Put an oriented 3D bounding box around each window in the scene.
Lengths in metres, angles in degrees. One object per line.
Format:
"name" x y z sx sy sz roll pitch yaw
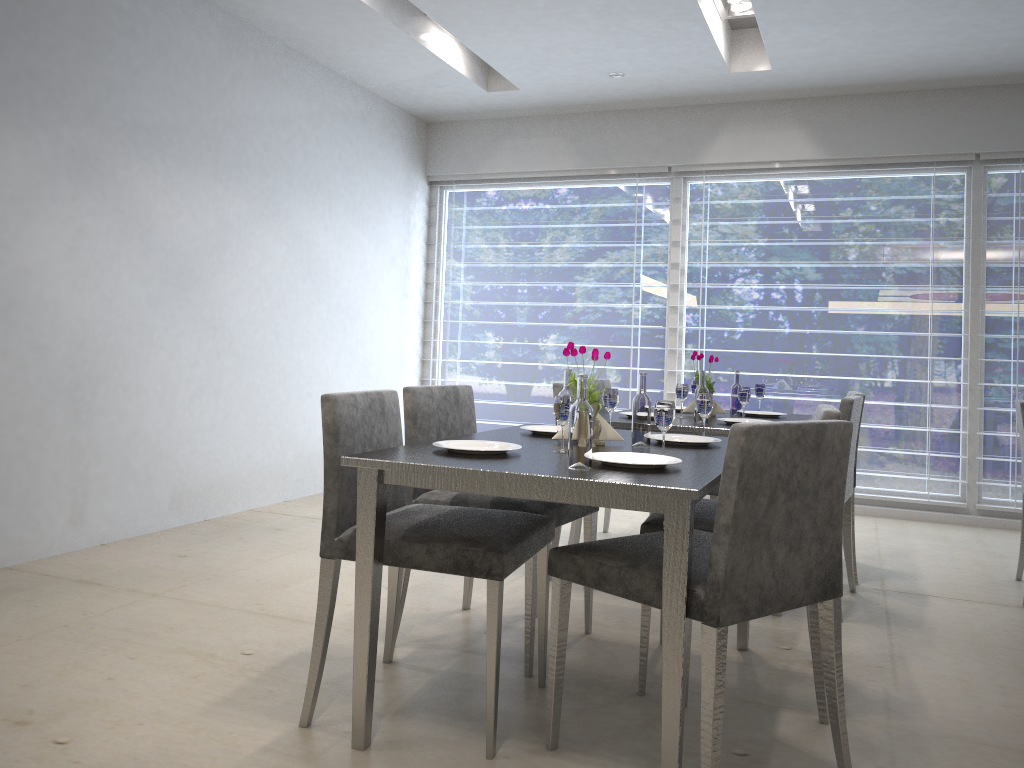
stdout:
"window" 2.695 -0.294 5.162 7.107 2.079 0.158 3 -2 22

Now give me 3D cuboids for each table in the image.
"table" 0.194 0.484 2.329 0.778 0.635 1.187 2 1 22
"table" 0.812 0.456 3.714 0.778 0.635 1.187 2 1 22

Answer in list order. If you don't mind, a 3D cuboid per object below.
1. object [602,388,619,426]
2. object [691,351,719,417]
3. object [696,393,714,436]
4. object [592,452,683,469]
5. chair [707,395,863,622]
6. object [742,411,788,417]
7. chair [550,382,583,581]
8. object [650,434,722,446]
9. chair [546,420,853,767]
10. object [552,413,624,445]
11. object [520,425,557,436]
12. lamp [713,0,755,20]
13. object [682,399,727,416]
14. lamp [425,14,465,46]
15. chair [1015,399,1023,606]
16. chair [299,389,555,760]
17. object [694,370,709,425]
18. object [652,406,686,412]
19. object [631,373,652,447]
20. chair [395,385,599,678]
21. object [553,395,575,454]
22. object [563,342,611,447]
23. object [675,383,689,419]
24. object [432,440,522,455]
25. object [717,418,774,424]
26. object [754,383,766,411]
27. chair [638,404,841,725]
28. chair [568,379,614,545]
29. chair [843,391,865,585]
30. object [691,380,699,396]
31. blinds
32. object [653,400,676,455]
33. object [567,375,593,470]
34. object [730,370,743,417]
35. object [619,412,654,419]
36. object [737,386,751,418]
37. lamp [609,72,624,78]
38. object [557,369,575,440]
"object" 0.310 0.084 2.779 0.053 0.139 0.053 3 -2 -20
"object" 0.813 -0.001 3.745 0.104 0.277 0.154 2 -1 19
"object" 0.581 0.098 2.671 0.053 0.139 0.053 3 -2 -20
"object" 0.274 0.174 1.993 0.217 0.015 0.216 2 2 2
"chair" 1.038 0.416 3.336 0.492 0.764 0.475 2 -1 27
"object" 1.109 0.134 3.922 0.217 0.015 0.217 2 2 0
"chair" 0.431 0.383 3.589 0.492 0.764 0.476 2 -1 17
"object" 0.490 0.162 2.536 0.217 0.015 0.216 2 2 2
"chair" 0.415 0.444 1.934 0.476 0.764 0.492 3 -1 -38
"object" 0.210 0.113 2.417 0.203 0.100 0.070 2 -1 -8
"object" 0.132 0.143 2.679 0.217 0.015 0.216 2 2 2
"lamp" 1.121 -1.946 4.397 0.227 0.101 0.487 3 2 22
"object" 0.829 0.086 3.802 0.203 0.100 0.070 2 -1 -8
"lamp" -0.276 -2.021 4.955 0.227 0.101 0.487 3 2 22
"chair" 2.239 0.459 3.434 0.492 0.764 0.475 2 -1 27
"chair" -0.188 0.411 2.204 0.492 0.764 0.476 2 -1 17
"object" 0.708 0.050 3.299 0.052 0.201 0.052 3 -2 -14
"object" 0.751 0.115 4.065 0.217 0.015 0.217 2 2 0
"object" 0.353 0.070 2.409 0.052 0.201 0.052 3 -2 -26
"chair" -0.047 0.397 2.714 0.492 0.764 0.475 2 -1 27
"object" 0.127 0.099 2.180 0.053 0.139 0.053 3 -2 -20
"object" 0.194 0.026 2.359 0.104 0.277 0.154 2 -1 19
"object" 0.688 0.069 3.583 0.053 0.139 0.053 3 -2 -20
"object" -0.084 0.154 2.136 0.217 0.015 0.216 2 2 2
"object" 0.893 0.146 3.379 0.217 0.015 0.217 2 2 0
"object" 1.142 0.068 4.074 0.053 0.139 0.053 3 -2 -20
"chair" 0.635 0.433 2.462 0.492 0.764 0.476 2 -1 17
"chair" 0.572 0.370 4.100 0.492 0.764 0.475 2 -1 27
"chair" 1.247 0.406 3.839 0.492 0.764 0.476 2 -1 17
"object" 0.871 0.053 4.183 0.053 0.139 0.053 3 -2 -20
"blinds" 2.647 -0.319 5.070 7.102 2.049 0.045 3 -2 22
"object" 0.367 0.110 2.135 0.053 0.139 0.053 3 -2 -20
"object" 0.148 0.081 1.892 0.052 0.201 0.052 3 -2 -26
"object" 0.970 0.041 3.818 0.052 0.201 0.052 3 -2 -14
"object" 0.535 0.127 3.522 0.217 0.015 0.217 2 2 0
"object" 0.928 0.080 3.539 0.053 0.139 0.053 3 -2 -20
"lamp" 0.606 -1.788 5.122 0.089 0.007 0.089 1 2 -23
"object" 0.157 0.058 2.523 0.052 0.201 0.052 3 -2 -26
